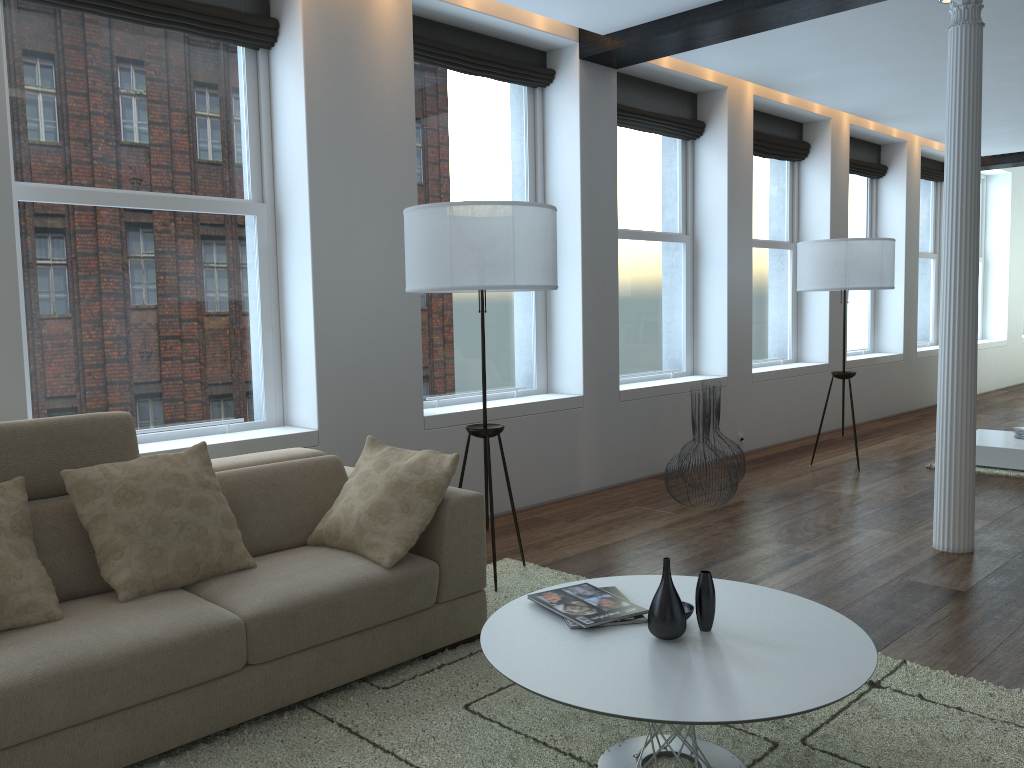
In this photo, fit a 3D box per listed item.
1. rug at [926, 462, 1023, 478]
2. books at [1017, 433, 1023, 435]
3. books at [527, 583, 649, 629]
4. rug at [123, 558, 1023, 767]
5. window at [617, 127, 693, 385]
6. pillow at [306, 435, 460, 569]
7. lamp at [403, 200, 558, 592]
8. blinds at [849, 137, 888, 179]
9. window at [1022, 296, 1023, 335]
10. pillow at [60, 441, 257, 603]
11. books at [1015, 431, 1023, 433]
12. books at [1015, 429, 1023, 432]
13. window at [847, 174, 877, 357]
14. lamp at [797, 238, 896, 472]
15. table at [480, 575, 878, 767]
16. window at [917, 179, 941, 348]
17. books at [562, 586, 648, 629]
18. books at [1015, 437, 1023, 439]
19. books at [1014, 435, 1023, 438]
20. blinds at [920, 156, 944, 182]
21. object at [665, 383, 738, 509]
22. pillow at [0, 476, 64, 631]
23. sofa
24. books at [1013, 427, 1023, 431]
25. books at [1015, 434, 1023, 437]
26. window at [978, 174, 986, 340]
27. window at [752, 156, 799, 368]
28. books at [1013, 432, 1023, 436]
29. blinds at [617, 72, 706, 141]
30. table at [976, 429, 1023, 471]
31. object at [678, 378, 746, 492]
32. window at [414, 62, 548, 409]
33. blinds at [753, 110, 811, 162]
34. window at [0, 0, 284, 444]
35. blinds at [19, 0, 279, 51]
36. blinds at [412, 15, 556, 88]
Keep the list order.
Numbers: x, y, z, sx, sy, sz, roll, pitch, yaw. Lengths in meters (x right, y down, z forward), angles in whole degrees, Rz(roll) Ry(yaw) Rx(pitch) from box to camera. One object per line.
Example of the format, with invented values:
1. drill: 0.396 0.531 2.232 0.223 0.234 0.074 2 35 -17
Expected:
1. rug: 5.701 0.619 6.311 4.231 0.020 2.972 4 7 45
2. books: 4.094 0.380 6.844 0.300 0.010 0.220 -3 5 -20
3. books: 0.215 0.638 2.571 0.220 0.010 0.300 -4 6 -30
4. rug: -0.454 1.123 1.948 2.972 0.020 4.231 4 7 45
5. window: 1.003 -1.140 6.937 0.123 2.400 1.432 4 7 45
6. pillow: -0.475 0.426 3.359 0.518 0.393 0.395 3 7 41
7. lamp: -0.128 0.066 4.115 0.698 1.728 0.698 -3 5 -21
8. blinds: 3.619 -2.427 9.401 0.156 0.393 1.442 4 7 45
9. window: 7.689 -1.860 13.636 0.123 2.400 1.289 4 7 45
10. pillow: -1.180 0.450 2.988 0.301 0.439 0.534 3 7 41
11. books: 4.090 0.368 6.868 0.300 0.010 0.220 -4 6 -30
12. books: 4.094 0.361 6.842 0.300 0.010 0.220 -2 5 -10
13. window: 3.594 -1.419 9.533 0.123 2.400 1.443 4 7 45
14. lamp: 2.541 -0.220 6.789 0.698 1.728 0.698 -3 5 -21
15. table: 0.430 0.861 2.390 1.022 0.393 1.022 -1 5 -1
16. window: 4.934 -1.563 10.876 0.123 2.400 1.563 4 7 45
17. books: 0.241 0.646 2.577 0.220 0.010 0.300 -2 5 -10
18. books: 4.095 0.418 6.847 0.300 0.010 0.220 -2 5 -10
19. books: 4.091 0.407 6.871 0.300 0.010 0.220 -3 6 -25
20. blinds: 4.959 -2.625 10.740 0.156 0.275 1.563 4 7 45
21. object: 1.199 0.387 5.623 0.458 0.781 0.458 4 7 44
22. pillow: -1.611 0.509 2.539 0.368 0.416 0.519 3 7 40
23. sofa: -1.348 0.599 2.811 1.018 0.950 2.581 4 7 45
24. books: 4.089 0.349 6.866 0.300 0.010 0.220 -2 5 -5
25. books: 4.095 0.399 6.845 0.300 0.010 0.220 -2 5 -10
26. window: 6.250 -1.705 12.194 0.123 2.400 1.373 4 7 45
27. window: 2.297 -1.279 8.233 0.123 2.400 1.442 4 7 45
28. books: 4.090 0.388 6.869 0.300 0.010 0.220 -1 5 5
29. blinds: 1.038 -2.146 6.793 0.183 0.395 1.431 4 7 45
30. table: 3.917 0.516 6.803 0.900 0.170 0.900 4 7 45
31. object: 1.374 0.341 6.104 0.458 0.781 0.458 4 7 44
32. window: -0.273 -1.002 5.658 0.123 2.400 1.391 4 7 45
33. blinds: 2.322 -2.280 8.102 0.156 0.424 1.439 4 7 45
34. window: -1.730 -0.845 4.199 0.123 2.400 1.345 4 7 45
35. blinds: -1.706 -1.853 4.066 0.156 0.393 1.342 4 7 45
36. blinds: -0.251 -2.069 5.520 0.156 0.275 1.396 4 7 45
